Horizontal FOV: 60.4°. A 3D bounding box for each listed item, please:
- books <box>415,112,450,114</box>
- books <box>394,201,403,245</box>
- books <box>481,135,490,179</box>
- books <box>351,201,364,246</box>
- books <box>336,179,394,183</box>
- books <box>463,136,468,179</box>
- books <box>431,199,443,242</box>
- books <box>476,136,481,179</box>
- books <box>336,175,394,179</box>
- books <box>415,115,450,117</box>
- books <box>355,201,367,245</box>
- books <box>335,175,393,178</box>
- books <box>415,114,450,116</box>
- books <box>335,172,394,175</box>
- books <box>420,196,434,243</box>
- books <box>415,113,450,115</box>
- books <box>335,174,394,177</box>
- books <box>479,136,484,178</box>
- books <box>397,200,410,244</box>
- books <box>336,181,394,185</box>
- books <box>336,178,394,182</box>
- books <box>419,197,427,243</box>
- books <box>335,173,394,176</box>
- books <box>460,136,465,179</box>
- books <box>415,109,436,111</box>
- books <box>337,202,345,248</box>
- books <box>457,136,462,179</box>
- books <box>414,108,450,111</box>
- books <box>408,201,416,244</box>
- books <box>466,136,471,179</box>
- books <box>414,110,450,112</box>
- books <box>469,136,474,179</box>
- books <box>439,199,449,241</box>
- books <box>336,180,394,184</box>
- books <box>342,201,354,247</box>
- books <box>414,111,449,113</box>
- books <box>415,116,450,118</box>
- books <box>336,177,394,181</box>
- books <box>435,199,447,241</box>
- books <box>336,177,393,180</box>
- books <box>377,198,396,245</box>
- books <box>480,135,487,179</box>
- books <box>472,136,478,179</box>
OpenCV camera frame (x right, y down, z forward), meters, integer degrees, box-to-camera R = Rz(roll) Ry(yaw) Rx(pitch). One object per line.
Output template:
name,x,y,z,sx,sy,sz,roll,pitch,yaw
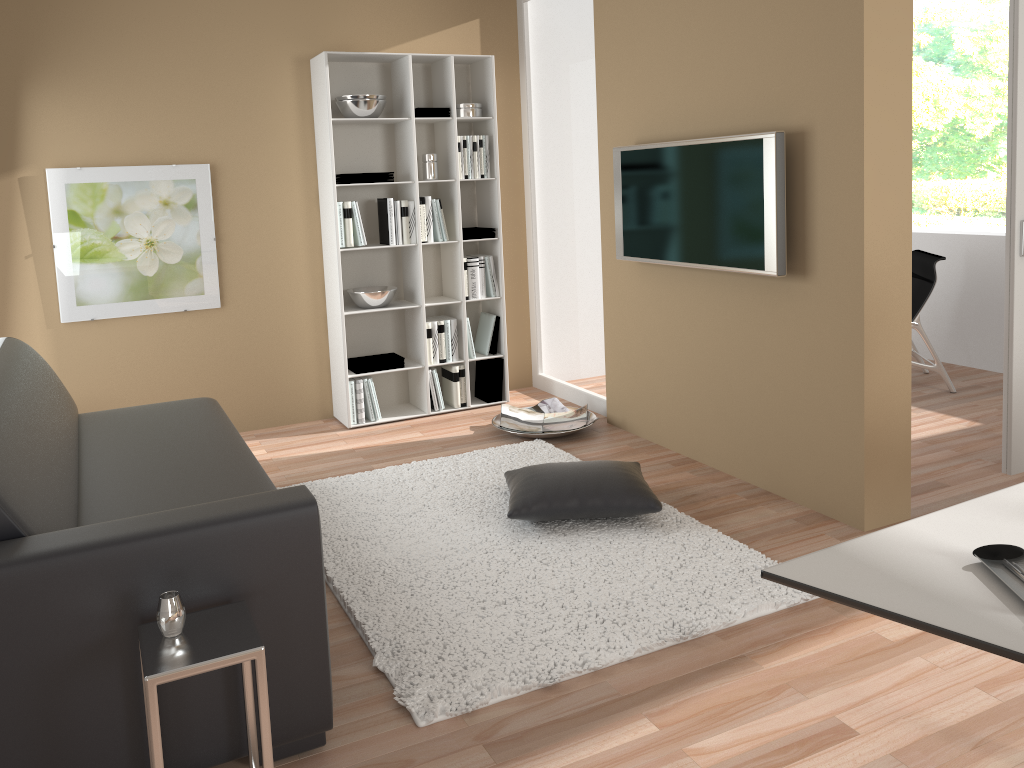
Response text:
books,-0.535,-1.625,5.317,0.212,0.006,0.301,-10,15,-30
books,-0.706,-0.964,5.249,0.040,0.255,0.210,-5,9,-25
books,-0.189,-1.405,5.460,0.020,0.255,0.210,-5,9,-25
books,-0.928,-0.937,5.135,0.060,0.256,0.210,-6,9,-25
books,-0.868,-1.190,5.164,0.299,0.006,0.213,-9,14,-25
books,-0.322,-1.384,5.394,0.020,0.255,0.210,-5,9,-25
books,-0.489,-0.999,5.363,0.060,0.256,0.210,-6,9,-25
books,-0.247,-1.396,5.433,0.020,0.255,0.210,-5,9,-25
books,-0.868,-1.212,5.160,0.299,0.006,0.213,-8,14,-24
books,-0.535,-1.609,5.320,0.212,0.006,0.301,-10,15,-30
books,-0.912,-0.943,5.155,0.058,0.254,0.210,-6,9,-25
books,-0.870,-1.218,5.164,0.299,0.007,0.213,-9,14,-25
books,-0.536,-1.616,5.321,0.212,0.006,0.301,-11,15,-31
books,-0.866,-1.234,5.161,0.299,0.006,0.213,-9,14,-25
books,-0.534,-1.001,5.344,0.040,0.272,0.210,-5,9,-25
books,-0.535,-1.620,5.317,0.212,0.006,0.301,-10,15,-30
books,-0.870,-1.223,5.164,0.299,0.007,0.213,-9,14,-25
books,-0.227,-1.399,5.440,0.020,0.255,0.210,-5,9,-25
books,-0.666,-0.968,5.262,0.040,0.255,0.210,-5,9,-25
books,-0.868,-1.179,5.163,0.299,0.007,0.213,-9,14,-25
books,-0.870,-1.196,5.162,0.299,0.006,0.213,-9,15,-27
books,-0.576,-0.993,5.323,0.053,0.268,0.210,-6,9,-25
books,-0.866,-1.228,5.160,0.299,0.007,0.213,-9,14,-25
books,-0.343,-1.382,5.387,0.020,0.255,0.210,-5,9,-25
books,-0.533,-1.642,5.318,0.212,0.007,0.301,-10,15,-30
books,-1.016,-0.925,5.096,0.040,0.255,0.210,-5,9,-25
books,-0.359,-1.377,5.372,0.020,0.255,0.210,-5,9,-25
books,-0.536,-1.646,5.312,0.212,0.007,0.301,-10,15,-30
books,-0.632,-0.972,5.287,0.040,0.248,0.210,-6,9,-25
books,-0.304,-1.387,5.404,0.020,0.255,0.210,-5,9,-25
books,-0.533,-1.637,5.318,0.212,0.007,0.301,-10,15,-30
books,-0.285,-1.390,5.414,0.020,0.255,0.210,-5,9,-25
books,-0.455,-1.007,5.392,0.058,0.254,0.210,-6,9,-25
books,-0.868,-1.185,5.164,0.299,0.006,0.213,-9,14,-25
books,-0.971,-0.930,5.111,0.040,0.255,0.210,-5,9,-25
books,-0.537,-1.631,5.317,0.212,0.006,0.301,-10,15,-28
books,-0.535,-1.604,5.321,0.212,0.006,0.301,-10,15,-30
books,-0.867,-1.201,5.163,0.299,0.006,0.213,-9,14,-25
books,-0.463,-1.000,5.370,0.058,0.254,0.210,-6,9,-25
books,-0.867,-1.207,5.163,0.299,0.006,0.213,-9,14,-25
books,-0.744,-0.966,5.230,0.040,0.272,0.210,-5,9,-25
books,-0.208,-1.402,5.450,0.020,0.255,0.210,-5,9,-25
books,-0.263,-1.392,5.418,0.020,0.255,0.210,-5,9,-25
